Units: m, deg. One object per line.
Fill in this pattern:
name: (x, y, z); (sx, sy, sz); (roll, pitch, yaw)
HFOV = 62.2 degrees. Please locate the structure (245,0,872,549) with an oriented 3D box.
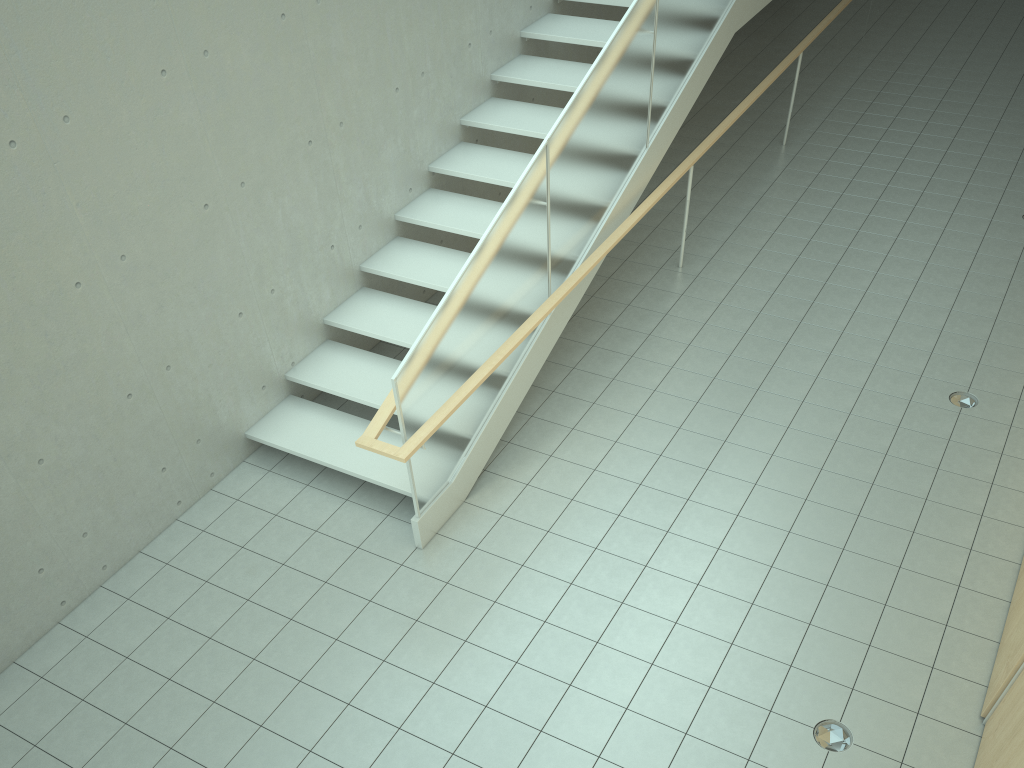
structure: (1.663, -4.021, 7.232); (1.812, 4.956, 11.228); (22, 49, 25)
